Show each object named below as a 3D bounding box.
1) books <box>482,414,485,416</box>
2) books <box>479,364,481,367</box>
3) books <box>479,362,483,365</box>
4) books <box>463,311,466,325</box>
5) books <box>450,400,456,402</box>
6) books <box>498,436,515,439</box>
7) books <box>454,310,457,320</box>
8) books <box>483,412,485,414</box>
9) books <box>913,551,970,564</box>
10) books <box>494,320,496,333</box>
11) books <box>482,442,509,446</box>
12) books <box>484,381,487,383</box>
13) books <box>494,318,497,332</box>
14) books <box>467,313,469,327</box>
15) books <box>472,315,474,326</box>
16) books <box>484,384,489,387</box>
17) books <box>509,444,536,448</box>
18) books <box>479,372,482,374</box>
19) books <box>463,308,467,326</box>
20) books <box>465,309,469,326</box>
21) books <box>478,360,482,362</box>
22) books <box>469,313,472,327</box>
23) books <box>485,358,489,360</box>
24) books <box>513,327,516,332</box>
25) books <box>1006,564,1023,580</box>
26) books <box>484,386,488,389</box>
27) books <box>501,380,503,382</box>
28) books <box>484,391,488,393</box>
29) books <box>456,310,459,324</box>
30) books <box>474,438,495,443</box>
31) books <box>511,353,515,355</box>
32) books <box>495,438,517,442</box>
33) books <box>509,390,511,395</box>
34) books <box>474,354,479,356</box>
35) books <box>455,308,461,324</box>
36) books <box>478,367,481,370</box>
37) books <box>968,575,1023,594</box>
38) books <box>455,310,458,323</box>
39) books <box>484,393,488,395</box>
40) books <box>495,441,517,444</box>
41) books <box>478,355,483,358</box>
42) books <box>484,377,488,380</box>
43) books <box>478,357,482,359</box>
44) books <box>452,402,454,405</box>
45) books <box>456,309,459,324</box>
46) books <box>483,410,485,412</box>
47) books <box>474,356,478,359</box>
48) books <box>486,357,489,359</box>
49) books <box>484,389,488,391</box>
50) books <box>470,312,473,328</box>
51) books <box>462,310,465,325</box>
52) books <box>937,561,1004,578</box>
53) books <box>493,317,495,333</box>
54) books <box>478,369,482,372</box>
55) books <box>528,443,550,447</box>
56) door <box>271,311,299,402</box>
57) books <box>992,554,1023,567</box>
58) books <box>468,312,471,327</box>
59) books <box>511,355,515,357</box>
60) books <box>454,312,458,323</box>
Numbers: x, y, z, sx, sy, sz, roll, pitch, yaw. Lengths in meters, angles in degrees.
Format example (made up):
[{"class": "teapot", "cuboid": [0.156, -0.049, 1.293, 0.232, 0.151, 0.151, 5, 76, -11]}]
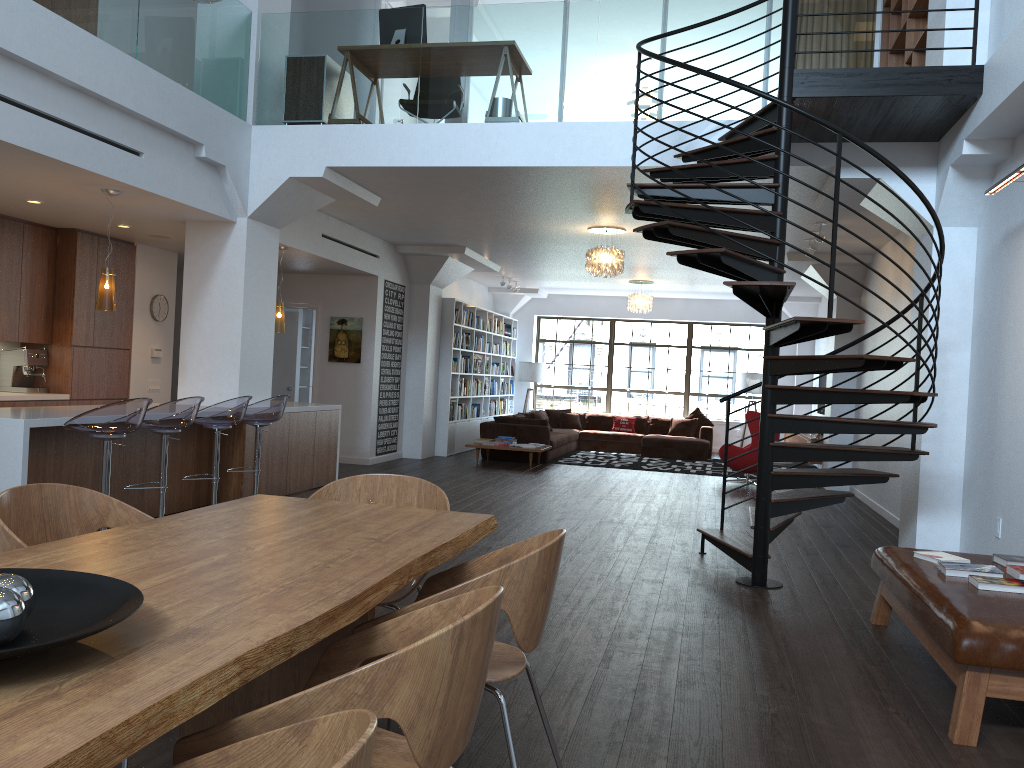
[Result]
[{"class": "books", "cuboid": [-0.630, 0.545, 15.770, 0.284, 0.035, 0.197, 3, 0, 13]}, {"class": "books", "cuboid": [-0.634, -0.320, 15.353, 0.168, 0.045, 0.231, 3, 0, 8]}, {"class": "books", "cuboid": [-0.625, -0.362, 15.347, 0.183, 0.042, 0.253, 3, 0, 13]}, {"class": "books", "cuboid": [-0.836, -1.049, 14.156, 0.174, 0.242, 0.105, 3, 0, 13]}, {"class": "books", "cuboid": [-0.998, 0.256, 13.745, 0.223, 0.027, 0.161, 3, 0, 22]}, {"class": "books", "cuboid": [-0.079, 0.799, 13.169, 0.224, 0.027, 0.157, 3, 0, 18]}, {"class": "books", "cuboid": [-0.959, -1.038, 13.610, 0.182, 0.215, 0.188, 3, 0, 13]}, {"class": "books", "cuboid": [-0.629, 0.511, 15.770, 0.284, 0.033, 0.197, 3, 0, -2]}, {"class": "books", "cuboid": [2.168, 0.880, 4.481, 0.161, 0.031, 0.223, 3, 0, -9]}, {"class": "books", "cuboid": [-0.384, -1.044, 16.199, 0.171, 0.246, 0.057, 3, 0, 13]}, {"class": "books", "cuboid": [-0.241, 0.862, 12.790, 0.236, 0.035, 0.340, 3, 1, 38]}, {"class": "books", "cuboid": [-0.526, -0.042, 15.778, 0.161, 0.026, 0.223, 3, 0, 2]}, {"class": "books", "cuboid": [-0.367, -1.066, 16.280, 0.176, 0.290, 0.053, 3, 0, 13]}, {"class": "books", "cuboid": [-0.783, -1.050, 14.371, 0.159, 0.248, 0.089, 3, 0, 13]}, {"class": "books", "cuboid": [-0.731, -1.043, 14.658, 0.167, 0.233, 0.077, 3, 0, 13]}, {"class": "books", "cuboid": [-0.557, 0.019, 15.792, 0.253, 0.040, 0.183, 3, 0, 13]}, {"class": "books", "cuboid": [0.149, 0.881, 12.693, 0.231, 0.040, 0.342, 3, 1, -37]}, {"class": "books", "cuboid": [-0.629, -0.196, 15.343, 0.171, 0.039, 0.246, 3, 0, 13]}, {"class": "books", "cuboid": [-0.821, -1.073, 14.243, 0.176, 0.293, 0.125, 3, 0, 13]}, {"class": "books", "cuboid": [-0.812, -1.072, 14.305, 0.197, 0.290, 0.136, 3, 0, 13]}, {"class": "books", "cuboid": [-0.628, -0.398, 15.354, 0.161, 0.033, 0.223, 3, 0, 13]}, {"class": "books", "cuboid": [-0.759, -1.048, 14.488, 0.174, 0.243, 0.085, 3, 0, 13]}, {"class": "books", "cuboid": [-0.539, -0.440, 15.684, 0.223, 0.031, 0.161, 3, 0, 13]}, {"class": "books", "cuboid": [-0.001, -1.029, 17.838, 0.140, 0.231, 0.042, 3, 0, 13]}, {"class": "books", "cuboid": [2.484, 0.891, 4.124, 0.283, 0.043, 0.197, 3, 0, 12]}, {"class": "books", "cuboid": [-0.553, 0.061, 15.799, 0.231, 0.044, 0.168, 3, 0, 8]}, {"class": "books", "cuboid": [-0.291, -0.064, 16.876, 0.223, 0.031, 0.161, 3, 0, 13]}, {"class": "books", "cuboid": [-0.570, 0.141, 15.791, 0.251, 0.037, 0.160, 3, 0, 18]}, {"class": "books", "cuboid": [-0.915, -1.042, 13.794, 0.161, 0.222, 0.084, 3, 0, 13]}, {"class": "books", "cuboid": [-0.406, 0.845, 13.179, 0.241, 0.045, 0.334, 3, 0, 14]}, {"class": "books", "cuboid": [-0.103, -0.598, 17.670, 0.284, 0.033, 0.197, 3, 1, 28]}, {"class": "books", "cuboid": [-0.085, 0.830, 13.172, 0.279, 0.035, 0.191, 3, 0, 23]}, {"class": "books", "cuboid": [-0.116, 0.089, 17.596, 0.172, 0.235, 0.112, 3, 0, 13]}, {"class": "books", "cuboid": [-0.688, -0.489, 14.938, 0.223, 0.027, 0.161, 3, 0, 22]}, {"class": "books", "cuboid": [-0.904, -1.057, 13.868, 0.170, 0.251, 0.118, 3, 0, 13]}, {"class": "books", "cuboid": [-0.653, -0.277, 15.342, 0.180, 0.042, 0.259, 3, 0, 13]}, {"class": "books", "cuboid": [2.145, 0.879, 3.888, 0.224, 0.032, 0.161, 3, 0, 13]}, {"class": "books", "cuboid": [-0.925, -1.040, 13.761, 0.161, 0.218, 0.101, 3, 0, 13]}, {"class": "books", "cuboid": [-0.570, 0.178, 15.789, 0.246, 0.038, 0.171, 3, 0, 13]}, {"class": "books", "cuboid": [-0.083, 0.866, 13.167, 0.312, 0.037, 0.216, 3, 0, 3]}, {"class": "books", "cuboid": [-0.608, -0.486, 15.361, 0.129, 0.043, 0.185, 3, 1, 27]}, {"class": "books", "cuboid": [-0.535, -0.099, 15.780, 0.185, 0.041, 0.129, 3, 1, 27]}, {"class": "books", "cuboid": [-0.615, -0.452, 15.367, 0.144, 0.024, 0.208, 3, 0, 18]}, {"class": "books", "cuboid": [-1.003, 0.293, 13.769, 0.174, 0.045, 0.240, 3, 0, 2]}, {"class": "books", "cuboid": [-0.915, -1.055, 13.826, 0.159, 0.248, 0.089, 3, 0, 13]}, {"class": "books", "cuboid": [-0.631, 0.478, 15.774, 0.254, 0.032, 0.174, 3, 0, 18]}, {"class": "books", "cuboid": [-0.693, -0.453, 14.962, 0.174, 0.045, 0.240, 3, 0, 12]}, {"class": "books", "cuboid": [-0.536, -0.469, 15.691, 0.224, 0.030, 0.161, 3, 0, 23]}, {"class": "books", "cuboid": [-0.566, 0.102, 15.816, 0.259, 0.040, 0.180, 3, 0, 13]}, {"class": "books", "cuboid": [-0.737, -1.053, 14.588, 0.182, 0.255, 0.077, 3, 0, 13]}, {"class": "books", "cuboid": [-0.851, -1.053, 14.105, 0.170, 0.251, 0.118, 3, 0, 13]}, {"class": "books", "cuboid": [2.147, 0.875, 4.159, 0.247, 0.040, 0.185, 3, 0, 16]}, {"class": "books", "cuboid": [-0.394, -1.069, 16.061, 0.140, 0.298, 0.044, 3, 0, 13]}, {"class": "books", "cuboid": [-0.630, -0.235, 15.342, 0.160, 0.039, 0.251, 3, 0, 18]}, {"class": "books", "cuboid": [0.376, 0.892, 12.995, 0.256, 0.035, 0.350, 3, 1, 38]}, {"class": "door", "cuboid": [-3.530, -0.052, 12.920, 0.826, 2.032, 0.174, 3, 0, 13]}, {"class": "books", "cuboid": [2.573, 0.896, 4.431, 0.254, 0.044, 0.183, 3, 0, 7]}, {"class": "books", "cuboid": [-0.773, -1.051, 14.403, 0.182, 0.253, 0.098, 3, 0, 13]}, {"class": "books", "cuboid": [-0.105, -0.564, 17.670, 0.284, 0.035, 0.197, 3, 1, 43]}, {"class": "books", "cuboid": [-0.947, -1.035, 13.700, 0.167, 0.210, 0.162, 3, 0, 13]}]
